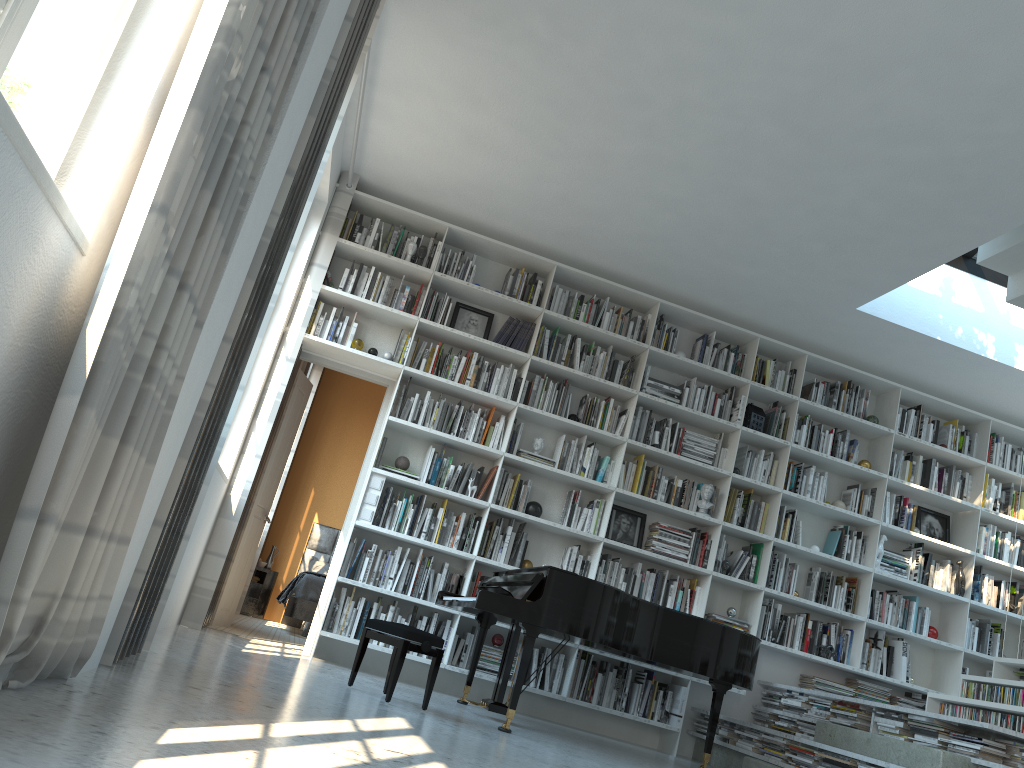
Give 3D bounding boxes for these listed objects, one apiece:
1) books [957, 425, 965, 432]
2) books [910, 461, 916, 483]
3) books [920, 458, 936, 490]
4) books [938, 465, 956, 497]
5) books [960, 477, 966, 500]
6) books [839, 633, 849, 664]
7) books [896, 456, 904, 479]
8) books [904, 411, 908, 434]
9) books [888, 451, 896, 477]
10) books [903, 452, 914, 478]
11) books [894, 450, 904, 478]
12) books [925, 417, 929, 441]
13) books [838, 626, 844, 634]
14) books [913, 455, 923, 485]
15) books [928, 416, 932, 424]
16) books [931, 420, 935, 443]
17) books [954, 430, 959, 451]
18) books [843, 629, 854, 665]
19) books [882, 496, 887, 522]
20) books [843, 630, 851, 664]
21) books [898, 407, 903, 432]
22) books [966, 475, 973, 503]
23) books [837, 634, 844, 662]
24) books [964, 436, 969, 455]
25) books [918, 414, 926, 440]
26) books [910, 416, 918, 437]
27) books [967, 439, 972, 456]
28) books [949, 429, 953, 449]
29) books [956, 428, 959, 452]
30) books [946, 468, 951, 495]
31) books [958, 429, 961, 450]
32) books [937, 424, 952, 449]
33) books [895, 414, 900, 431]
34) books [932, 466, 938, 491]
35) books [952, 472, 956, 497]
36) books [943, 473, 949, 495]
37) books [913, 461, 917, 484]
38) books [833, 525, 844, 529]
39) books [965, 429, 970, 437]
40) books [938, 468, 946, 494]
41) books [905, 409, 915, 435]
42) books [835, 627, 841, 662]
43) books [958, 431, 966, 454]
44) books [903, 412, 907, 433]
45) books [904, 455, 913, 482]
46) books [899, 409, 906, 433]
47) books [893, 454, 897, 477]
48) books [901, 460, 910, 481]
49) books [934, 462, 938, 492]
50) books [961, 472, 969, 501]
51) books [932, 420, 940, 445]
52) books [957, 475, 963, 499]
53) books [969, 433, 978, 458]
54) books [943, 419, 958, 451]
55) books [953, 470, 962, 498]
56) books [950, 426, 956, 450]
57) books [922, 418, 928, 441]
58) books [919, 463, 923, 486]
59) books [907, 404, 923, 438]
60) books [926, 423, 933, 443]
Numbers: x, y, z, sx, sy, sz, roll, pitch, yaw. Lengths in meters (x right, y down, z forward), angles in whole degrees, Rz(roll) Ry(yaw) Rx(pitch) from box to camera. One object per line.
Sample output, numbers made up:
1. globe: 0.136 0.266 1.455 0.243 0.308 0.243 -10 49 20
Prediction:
1. books: 3.644 0.493 7.273 0.020 0.298 0.131 18 -16 -9
2. books: 3.150 0.737 7.089 0.030 0.223 0.158 18 -16 -9
3. books: 3.266 0.739 7.065 0.032 0.264 0.246 18 -16 -9
4. books: 3.483 0.807 7.139 0.022 0.293 0.181 18 -16 -9
5. books: 3.590 0.878 7.169 0.022 0.233 0.159 18 -16 -9
6. books: 2.438 1.979 6.625 0.025 0.227 0.176 18 -16 -9
7. books: 3.066 0.699 7.088 0.026 0.250 0.131 18 -16 -9
8. books: 3.136 0.353 7.186 0.027 0.249 0.140 18 -16 -9
9. books: 2.990 0.670 7.069 0.012 0.253 0.161 18 -16 -9
10. books: 3.140 0.697 7.096 0.011 0.295 0.163 18 -16 -9
11. books: 3.036 0.670 7.078 0.052 0.281 0.167 18 -16 -9
12. books: 3.311 0.404 7.204 0.021 0.253 0.151 18 -16 -9
13. books: 2.420 1.955 6.658 0.012 0.281 0.144 18 -16 -9
14. books: 3.208 0.722 7.100 0.026 0.287 0.156 18 -16 -9
15. books: 3.348 0.408 7.226 0.012 0.278 0.153 18 -16 -9
16. books: 3.374 0.428 7.224 0.012 0.253 0.161 18 -16 -9
17. books: 3.566 0.499 7.231 0.007 0.225 0.170 18 -16 -9
18. books: 2.489 1.975 6.645 0.025 0.271 0.171 18 -16 -9
19. books: 2.872 1.003 6.961 0.011 0.247 0.156 18 -16 -9
20. books: 2.464 1.974 6.639 0.026 0.257 0.157 18 -16 -9
21. books: 3.069 0.324 7.155 0.025 0.250 0.178 18 -16 -9
22. books: 3.644 0.878 7.176 0.031 0.264 0.170 18 -16 -9
23. books: 2.406 1.974 6.624 0.013 0.219 0.169 18 -16 -9
24. books: 3.658 0.539 7.251 0.029 0.209 0.170 18 -16 -9
25. books: 3.277 0.386 7.190 0.014 0.261 0.168 18 -16 -9
26. books: 3.209 0.382 7.182 0.031 0.230 0.148 18 -16 -9
27. books: 3.704 0.560 7.282 0.031 0.210 0.132 18 -16 -9
28. books: 3.513 0.485 7.224 0.008 0.220 0.183 18 -16 -9
29. books: 3.584 0.495 7.243 0.031 0.248 0.165 18 -16 -9
30. books: 3.455 0.817 7.144 0.023 0.263 0.156 18 -16 -9
31. books: 3.604 0.502 7.263 0.017 0.256 0.147 18 -16 -9
32. books: 3.505 0.463 7.224 0.019 0.255 0.169 18 -16 -9
33. books: 3.041 0.346 7.131 0.022 0.182 0.190 18 -16 -9
34. books: 3.316 0.782 7.097 0.030 0.229 0.187 18 -16 -9
35. books: 3.503 0.840 7.148 0.011 0.248 0.152 18 -16 -9
36. books: 3.426 0.828 7.125 0.031 0.217 0.166 18 -16 -9
37. books: 3.174 0.743 7.109 0.024 0.235 0.147 18 -16 -9
38. books: 2.497 1.235 6.835 0.016 0.289 0.135 18 -16 -9
39. books: 3.688 0.519 7.282 0.025 0.278 0.136 18 -16 -9
40. books: 3.397 0.805 7.116 0.014 0.239 0.189 18 -16 -9
41. books: 3.179 0.347 7.180 0.048 0.277 0.150 18 -16 -9
42. books: 2.393 1.951 6.638 0.021 0.264 0.150 18 -16 -9
43. books: 3.622 0.513 7.242 0.018 0.234 0.186 18 -16 -9
44. books: 3.114 0.350 7.163 0.024 0.230 0.169 18 -16 -9
45. books: 3.120 0.706 7.080 0.026 0.260 0.167 18 -16 -9
46. books: 3.093 0.335 7.153 0.026 0.241 0.185 18 -16 -9
47. books: 3.000 0.681 7.066 0.013 0.236 0.142 18 -16 -9
48. books: 3.090 0.721 7.064 0.025 0.207 0.175 18 -16 -9
49. books: 3.368 0.781 7.139 0.048 0.282 0.162 18 -16 -9
50. books: 3.620 0.861 7.176 0.026 0.283 0.147 18 -16 -9
51. books: 3.397 0.430 7.216 0.030 0.257 0.165 18 -16 -9
52. books: 3.556 0.860 7.155 0.030 0.240 0.162 18 -16 -9
53. books: 3.742 0.540 7.273 0.026 0.262 0.163 18 -16 -9
54. books: 3.570 0.454 7.250 0.007 0.320 0.166 18 -16 -9
55. books: 3.531 0.834 7.146 0.036 0.271 0.177 18 -16 -9
56. books: 3.534 0.478 7.236 0.016 0.251 0.189 18 -16 -9
57. books: 3.290 0.404 7.190 0.022 0.235 0.172 18 -16 -9
58. books: 3.223 0.755 7.106 0.025 0.238 0.143 18 -16 -9
59. books: 3.245 0.340 7.189 0.014 0.331 0.181 18 -16 -9
60. books: 3.328 0.432 7.188 0.024 0.201 0.190 18 -16 -9
